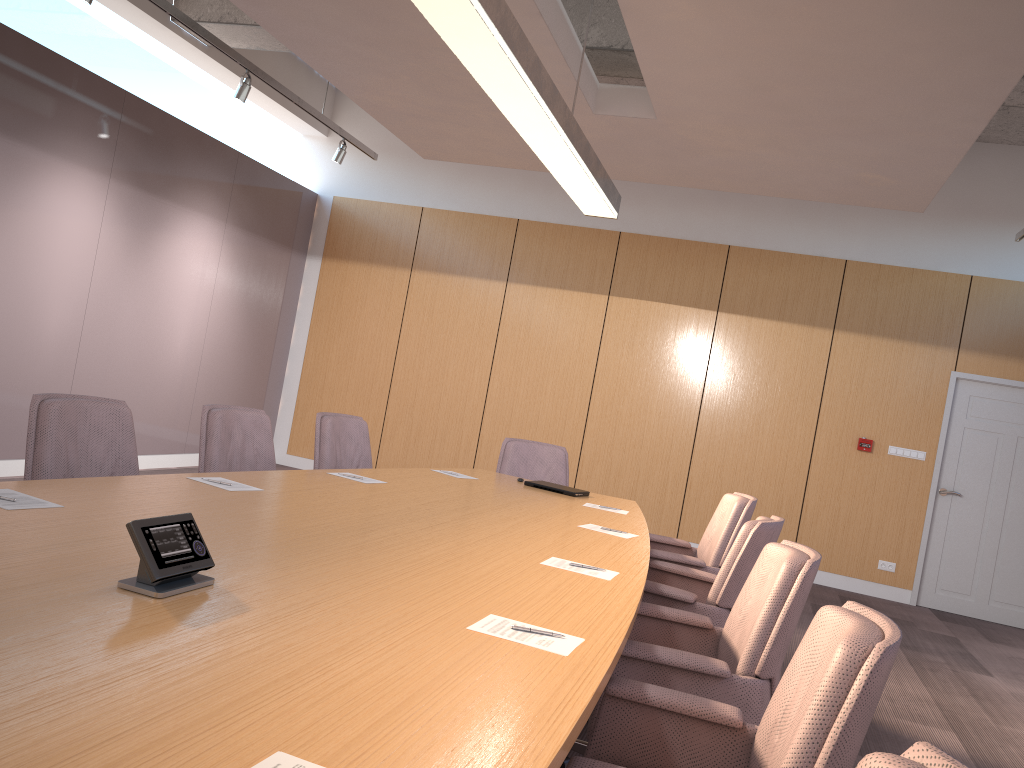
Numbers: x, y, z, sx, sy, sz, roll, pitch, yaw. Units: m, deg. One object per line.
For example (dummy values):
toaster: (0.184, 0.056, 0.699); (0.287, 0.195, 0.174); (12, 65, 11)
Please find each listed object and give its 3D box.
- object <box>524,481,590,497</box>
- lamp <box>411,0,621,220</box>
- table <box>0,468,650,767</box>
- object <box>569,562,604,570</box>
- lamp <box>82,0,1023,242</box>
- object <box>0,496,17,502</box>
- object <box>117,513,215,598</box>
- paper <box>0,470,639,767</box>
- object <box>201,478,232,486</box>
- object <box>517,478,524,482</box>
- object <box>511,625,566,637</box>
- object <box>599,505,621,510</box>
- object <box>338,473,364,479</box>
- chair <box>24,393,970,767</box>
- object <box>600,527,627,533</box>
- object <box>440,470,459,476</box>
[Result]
object: (0.260, 0.604, 5.131); (0.325, 0.026, 0.231); (10, 0, 29)
lamp: (-0.240, -2.112, 2.016); (0.200, 1.864, 6.974); (10, 0, 16)
table: (-0.880, 0.771, 1.639); (1.885, 0.748, 8.000); (10, 0, 16)
object: (0.247, 0.596, 2.889); (0.125, 0.009, 0.009); (10, 0, -1)
lamp: (-0.182, -2.377, 1.906); (5.699, 1.321, 12.467); (10, 0, 16)
object: (-1.381, 0.299, 2.367); (0.125, 0.009, 0.009); (10, 0, 6)
object: (-0.709, 0.353, 1.855); (0.110, 0.139, 0.200); (10, 0, 16)
paper: (-0.794, 0.406, 1.731); (1.713, 0.001, 6.800); (10, 0, 16)
object: (-1.083, 0.358, 3.250); (0.125, 0.009, 0.009); (10, 0, 11)
object: (0.051, 0.570, 5.283); (0.039, 0.019, 0.070); (10, 0, 10)
object: (0.060, 0.557, 1.996); (0.125, 0.009, 0.009); (10, 0, 0)
object: (0.520, 0.656, 4.692); (0.125, 0.009, 0.009); (10, 0, -5)
object: (-0.744, 0.424, 4.083); (0.125, 0.009, 0.009); (10, 0, 9)
chair: (-0.898, 0.664, 1.541); (3.001, 0.948, 9.673); (10, 0, 17)
object: (0.447, 0.638, 3.861); (0.125, 0.009, 0.009); (10, 0, 8)
object: (-0.354, 0.499, 4.995); (0.125, 0.009, 0.009); (10, 0, 24)
